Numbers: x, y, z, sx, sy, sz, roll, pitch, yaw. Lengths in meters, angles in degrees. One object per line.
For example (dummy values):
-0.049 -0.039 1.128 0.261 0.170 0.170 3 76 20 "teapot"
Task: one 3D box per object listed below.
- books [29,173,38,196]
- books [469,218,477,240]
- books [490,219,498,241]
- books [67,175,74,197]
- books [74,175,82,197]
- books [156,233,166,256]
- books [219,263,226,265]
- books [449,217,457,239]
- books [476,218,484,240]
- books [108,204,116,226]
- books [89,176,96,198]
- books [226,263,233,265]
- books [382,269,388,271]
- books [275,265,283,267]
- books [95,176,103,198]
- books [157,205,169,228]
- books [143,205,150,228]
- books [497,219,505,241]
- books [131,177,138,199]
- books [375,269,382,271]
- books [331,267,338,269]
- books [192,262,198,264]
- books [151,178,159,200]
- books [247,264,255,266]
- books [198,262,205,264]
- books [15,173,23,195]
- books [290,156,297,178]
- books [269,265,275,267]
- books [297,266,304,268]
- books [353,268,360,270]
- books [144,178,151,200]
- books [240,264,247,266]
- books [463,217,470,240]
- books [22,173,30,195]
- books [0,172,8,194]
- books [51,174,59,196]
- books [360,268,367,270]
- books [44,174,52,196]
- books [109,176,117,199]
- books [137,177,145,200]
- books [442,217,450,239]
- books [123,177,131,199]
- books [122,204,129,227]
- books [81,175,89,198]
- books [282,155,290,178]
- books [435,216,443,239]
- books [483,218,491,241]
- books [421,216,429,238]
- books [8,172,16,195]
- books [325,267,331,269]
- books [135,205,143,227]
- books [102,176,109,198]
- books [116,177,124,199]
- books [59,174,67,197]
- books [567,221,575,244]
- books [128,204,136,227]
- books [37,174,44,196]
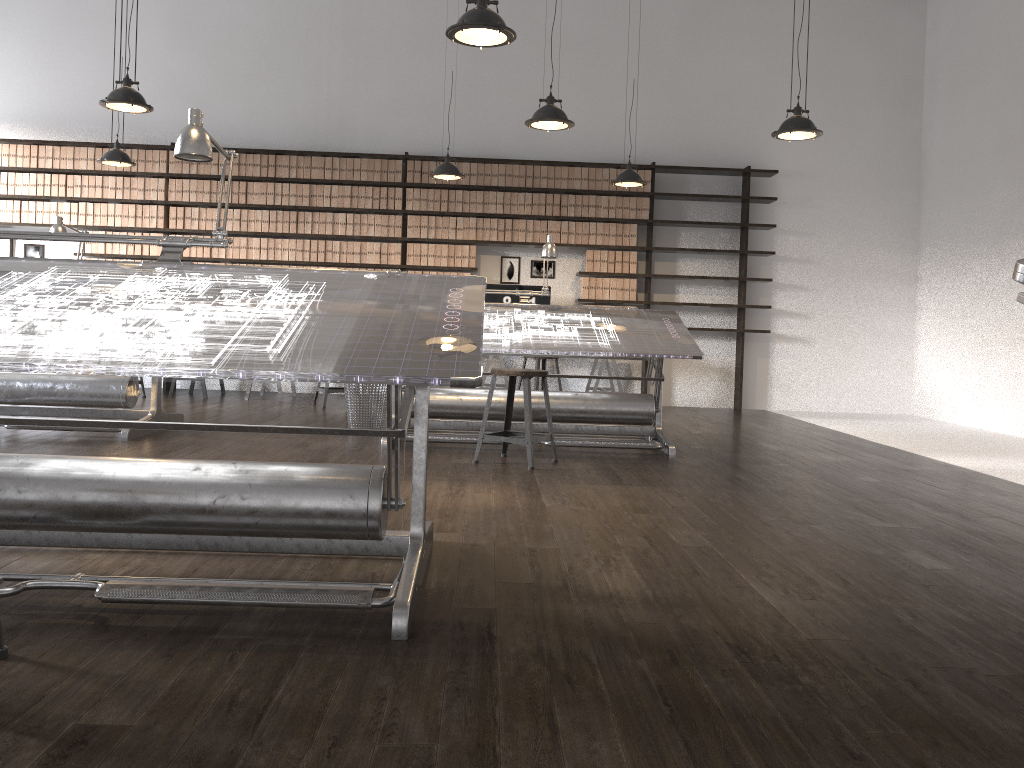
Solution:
-4.721 -1.969 8.810 0.067 0.225 0.175 2 2 -2 "books"
-0.391 -1.554 8.932 0.067 0.225 0.175 2 2 -2 "books"
-0.183 -1.547 8.939 0.067 0.225 0.174 2 2 -2 "books"
-4.361 -1.957 8.826 0.067 0.225 0.175 2 2 -2 "books"
-4.290 -1.954 8.824 0.067 0.225 0.174 2 2 -2 "books"
-3.487 -1.382 8.849 0.067 0.225 0.175 2 2 -2 "books"
-2.883 -1.091 8.869 0.067 0.225 0.175 2 2 -2 "books"
-0.593 -1.561 8.928 0.067 0.225 0.175 2 2 -2 "books"
-0.324 -1.552 8.940 0.067 0.225 0.175 2 2 -2 "books"
-3.962 -1.675 8.835 0.067 0.225 0.175 2 2 -2 "books"
-4.148 -1.950 8.832 0.067 0.225 0.175 2 2 -2 "books"
-2.816 -1.089 8.877 0.067 0.225 0.175 2 2 -2 "books"
-1.265 -1.036 8.915 0.067 0.225 0.175 2 2 -2 "books"
-2.326 -1.072 8.884 0.067 0.225 0.175 2 2 -2 "books"
-4.081 -1.947 8.828 0.067 0.225 0.175 2 2 -2 "books"
-3.480 -1.659 8.853 0.067 0.225 0.175 2 2 -2 "books"
-3.622 -1.664 8.849 0.067 0.225 0.174 2 2 -2 "books"
-0.112 -1.545 8.946 0.067 0.225 0.175 2 2 -2 "books"
-3.739 -1.936 8.844 0.067 0.225 0.174 2 2 -2 "books"
-1.341 -1.039 8.918 0.067 0.225 0.175 2 2 -2 "books"
-1.770 -1.053 8.900 0.067 0.225 0.175 2 2 -2 "books"
-3.156 -1.100 8.867 0.067 0.225 0.175 2 2 -2 "books"
-3.540 -1.929 8.845 0.067 0.225 0.175 2 2 -2 "books"
-2.604 -1.082 8.883 0.067 0.225 0.175 2 2 -2 "books"
-3.085 -1.098 8.865 0.067 0.225 0.175 2 2 -2 "books"
-4.863 -1.974 8.813 0.067 0.225 0.174 2 2 -2 "books"
-2.175 -2.160 8.880 0.067 0.225 0.174 2 2 -2 "books"
-2.389 -1.074 8.887 0.067 0.225 0.175 2 2 -2 "books"
-2.112 -1.065 8.897 0.067 0.225 0.174 2 2 -2 "books"
-1.561 -1.046 8.907 0.067 0.225 0.174 2 2 -2 "books"
-3.602 -1.931 8.845 0.067 0.225 0.175 2 2 -2 "books"
-2.674 -1.084 8.877 0.067 0.225 0.174 2 2 -2 "books"
-0.458 -1.557 8.935 0.067 0.225 0.175 2 2 -2 "books"
-4.793 -1.971 8.811 0.067 0.225 0.174 2 2 -2 "books"
-5.003 -1.978 8.803 0.067 0.225 0.175 2 2 -2 "books"
-4.510 -1.962 8.822 0.067 0.225 0.175 2 2 -2 "books"
-1.490 -1.044 8.914 0.067 0.225 0.175 2 2 -2 "books"
-4.585 -1.964 8.818 0.067 0.225 0.175 2 2 -2 "books"
-3.951 -1.943 8.834 0.067 0.225 0.175 2 2 -2 "books"
-3.669 -1.933 8.839 0.067 0.225 0.175 2 2 -2 "books"
-0.664 -1.563 8.930 0.067 0.225 0.175 2 2 -2 "books"
-3.809 -1.938 8.840 0.067 0.225 0.175 2 2 -2 "books"
-3.827 -1.671 8.842 0.067 0.225 0.175 2 2 -2 "books"
-4.219 -1.952 8.830 0.067 0.225 0.174 2 2 -2 "books"
-2.247 -2.162 8.875 0.067 0.225 0.175 2 2 -2 "books"
-0.734 -1.566 8.930 0.067 0.225 0.174 2 2 -2 "books"
-0.253 -1.550 8.942 0.067 0.225 0.174 2 2 -2 "books"
-0.875 -1.570 8.918 0.067 0.225 0.175 2 2 -2 "books"
-4.933 -1.976 8.809 0.067 0.225 0.175 2 2 -2 "books"
-1.836 -1.056 8.903 0.067 0.225 0.175 2 2 -2 "books"
-3.693 -1.666 8.847 0.067 0.225 0.175 2 2 -2 "books"
-4.014 -1.945 8.834 0.067 0.225 0.175 2 2 -2 "books"
-3.879 -1.940 8.834 0.067 0.225 0.175 2 2 -2 "books"
-4.435 -1.959 8.819 0.067 0.225 0.175 2 2 -2 "books"
0.597 -1.521 8.962 0.067 0.225 0.174 2 2 -2 "books"
-3.760 -1.668 8.839 0.067 0.225 0.175 2 2 -2 "books"
-4.649 -1.966 8.811 0.067 0.225 0.175 2 2 -2 "books"
